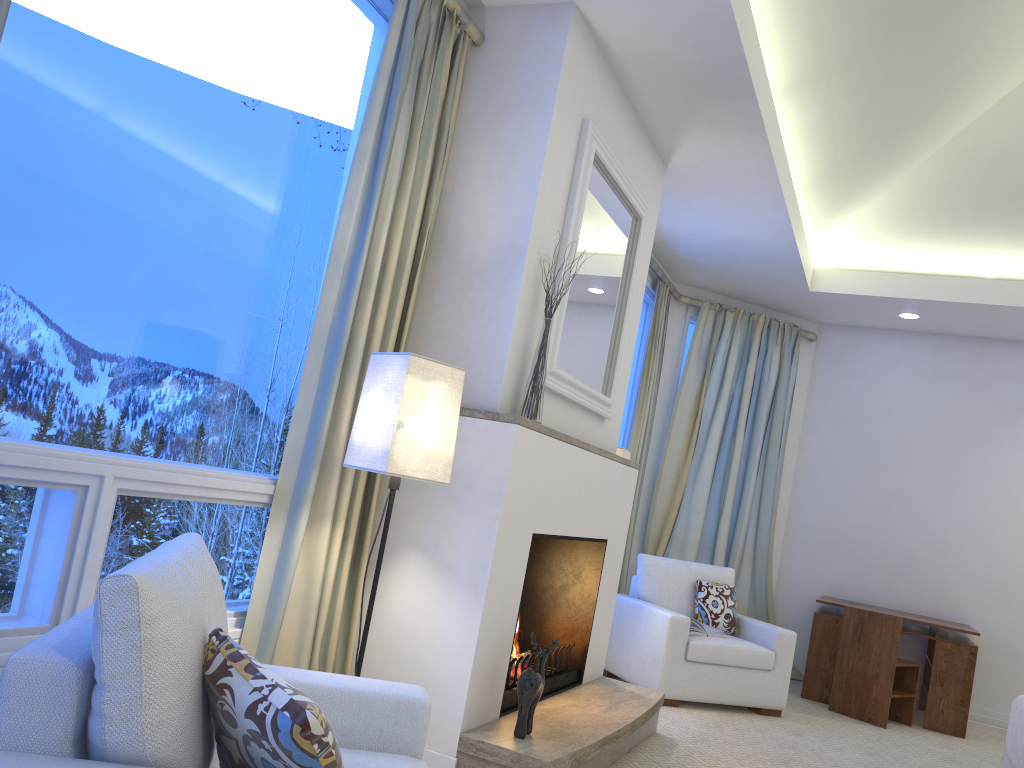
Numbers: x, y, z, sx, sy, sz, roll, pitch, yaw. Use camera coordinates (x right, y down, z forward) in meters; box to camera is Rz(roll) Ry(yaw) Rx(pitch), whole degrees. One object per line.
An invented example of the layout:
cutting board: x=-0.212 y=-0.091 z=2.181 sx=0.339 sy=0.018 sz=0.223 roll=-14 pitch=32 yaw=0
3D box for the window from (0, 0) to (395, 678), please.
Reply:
window: x=-0.811 y=-0.356 z=2.088 sx=0.205 sy=2.019 sz=1.524 roll=9 pitch=-5 yaw=24

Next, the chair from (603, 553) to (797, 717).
chair: x=1.014 y=1.342 z=4.835 sx=0.809 sy=0.701 sz=0.688 roll=13 pitch=-6 yaw=-21

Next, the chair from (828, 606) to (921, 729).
chair: x=2.123 y=1.633 z=5.137 sx=0.342 sy=0.608 sz=0.339 roll=15 pitch=-6 yaw=-41

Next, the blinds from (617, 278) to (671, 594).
blinds: x=0.844 y=0.527 z=5.448 sx=0.294 sy=2.380 sz=0.785 roll=9 pitch=-4 yaw=19

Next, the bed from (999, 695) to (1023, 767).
bed: x=2.482 y=1.238 z=2.248 sx=2.014 sy=0.811 sz=1.984 roll=8 pitch=-7 yaw=23

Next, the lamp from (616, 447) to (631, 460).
lamp: x=0.528 y=1.054 z=5.290 sx=0.318 sy=1.201 sz=2.379 roll=10 pitch=-6 yaw=13

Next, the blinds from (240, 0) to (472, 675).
blinds: x=-0.386 y=-0.042 z=2.609 sx=0.227 sy=2.359 sz=0.665 roll=8 pitch=-5 yaw=29

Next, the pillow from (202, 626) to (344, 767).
pillow: x=-0.352 y=0.519 z=1.302 sx=0.284 sy=0.271 sz=0.189 roll=7 pitch=-6 yaw=33

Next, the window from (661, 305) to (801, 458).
window: x=0.245 y=0.003 z=3.406 sx=0.811 sy=2.017 sz=6.897 roll=9 pitch=-7 yaw=24

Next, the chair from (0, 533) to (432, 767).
chair: x=-0.435 y=0.656 z=1.474 sx=0.689 sy=0.704 sz=0.808 roll=12 pitch=-6 yaw=-11

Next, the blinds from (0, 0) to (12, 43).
blinds: x=-0.915 y=-0.295 z=1.348 sx=0.266 sy=2.359 sz=0.528 roll=9 pitch=-4 yaw=17

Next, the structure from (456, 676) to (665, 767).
structure: x=0.256 y=1.272 z=3.213 sx=0.328 sy=0.171 sz=1.466 roll=8 pitch=-7 yaw=24

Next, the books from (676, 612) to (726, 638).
books: x=0.973 y=1.266 z=4.649 sx=0.238 sy=0.088 sz=0.193 roll=14 pitch=-7 yaw=-24

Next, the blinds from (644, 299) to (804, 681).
blinds: x=1.409 y=0.671 z=5.881 sx=1.777 sy=2.409 sz=0.296 roll=12 pitch=-4 yaw=-19

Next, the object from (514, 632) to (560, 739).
object: x=0.072 y=0.939 z=2.759 sx=0.096 sy=0.306 sz=0.181 roll=10 pitch=-5 yaw=11

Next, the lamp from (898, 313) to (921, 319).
lamp: x=2.580 y=-0.436 z=5.755 sx=0.137 sy=0.014 sz=0.138 roll=11 pitch=-7 yaw=-4

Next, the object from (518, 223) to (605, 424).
object: x=0.158 y=-0.206 z=2.899 sx=0.194 sy=0.690 sz=0.188 roll=14 pitch=-5 yaw=-38

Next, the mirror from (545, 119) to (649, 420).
mirror: x=0.340 y=-0.384 z=3.426 sx=0.038 sy=0.936 sz=0.846 roll=9 pitch=-6 yaw=24

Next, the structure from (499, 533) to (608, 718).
structure: x=-0.036 y=0.844 z=3.400 sx=0.474 sy=0.612 sz=0.881 roll=8 pitch=-6 yaw=24

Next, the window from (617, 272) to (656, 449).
window: x=0.453 y=0.251 z=5.097 sx=0.205 sy=2.019 sz=1.524 roll=9 pitch=-5 yaw=24

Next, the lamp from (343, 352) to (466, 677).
lamp: x=-0.718 y=0.395 z=1.838 sx=0.275 sy=1.201 sz=1.540 roll=8 pitch=-6 yaw=36

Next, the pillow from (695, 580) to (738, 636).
pillow: x=1.139 y=1.244 z=4.921 sx=0.276 sy=0.272 sz=0.135 roll=13 pitch=-5 yaw=-22

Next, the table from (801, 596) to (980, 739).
table: x=2.357 y=1.734 z=5.558 sx=0.897 sy=0.598 sz=0.746 roll=8 pitch=-6 yaw=24
